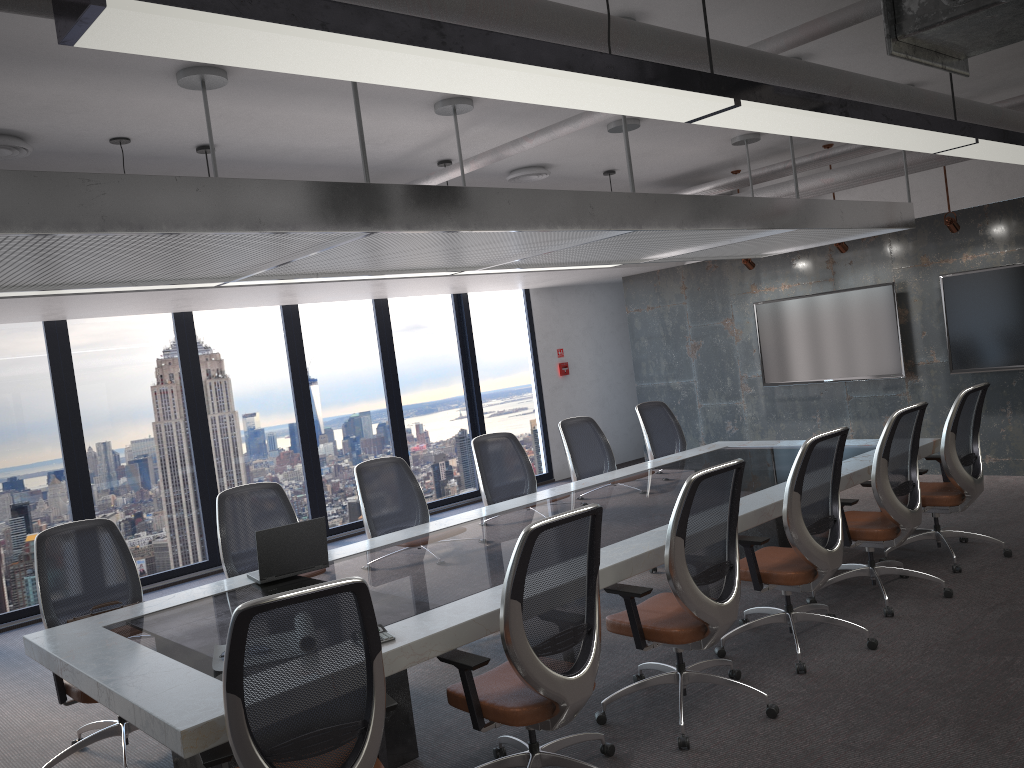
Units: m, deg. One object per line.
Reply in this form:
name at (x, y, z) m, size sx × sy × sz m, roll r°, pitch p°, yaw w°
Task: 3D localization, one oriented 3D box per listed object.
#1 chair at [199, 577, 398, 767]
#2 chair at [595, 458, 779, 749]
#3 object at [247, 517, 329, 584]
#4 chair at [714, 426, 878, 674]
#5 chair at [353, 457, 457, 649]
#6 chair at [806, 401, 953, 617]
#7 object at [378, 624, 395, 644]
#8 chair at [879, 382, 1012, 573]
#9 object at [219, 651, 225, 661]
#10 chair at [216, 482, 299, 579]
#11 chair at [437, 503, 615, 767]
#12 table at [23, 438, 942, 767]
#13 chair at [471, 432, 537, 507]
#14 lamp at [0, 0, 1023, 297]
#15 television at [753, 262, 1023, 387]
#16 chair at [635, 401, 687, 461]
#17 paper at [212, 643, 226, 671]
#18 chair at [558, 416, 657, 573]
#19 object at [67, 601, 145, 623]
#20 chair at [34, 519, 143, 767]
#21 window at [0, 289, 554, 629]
chair at (-0.702, 1.167, 2.860) m, size 0.828 × 1.166 × 0.789 m, roll -6°, pitch 2°, yaw 28°
chair at (0.728, 0.937, 4.080) m, size 0.828 × 1.166 × 0.789 m, roll -7°, pitch 2°, yaw 12°
object at (-1.189, 0.858, 4.660) m, size 0.366 × 0.277 × 0.308 m, roll -9°, pitch 2°, yaw -31°
chair at (1.428, 0.824, 4.709) m, size 0.828 × 1.166 × 0.789 m, roll -7°, pitch 2°, yaw 12°
chair at (-0.583, 1.054, 5.694) m, size 0.828 × 1.166 × 0.789 m, roll -7°, pitch 2°, yaw 12°
chair at (2.127, 0.710, 5.339) m, size 0.828 × 1.166 × 0.789 m, roll -7°, pitch 2°, yaw 12°
object at (-0.522, 0.944, 3.328) m, size 0.126 × 0.026 × 0.161 m, roll -8°, pitch 2°, yaw -27°
chair at (2.826, 0.597, 5.968) m, size 0.828 × 1.166 × 0.789 m, roll -7°, pitch 2°, yaw 12°
object at (-1.002, 1.004, 3.324) m, size 0.200 × 0.036 × 0.049 m, roll -8°, pitch 2°, yaw -5°
chair at (-1.328, 1.171, 5.114) m, size 0.828 × 1.166 × 0.789 m, roll -7°, pitch 2°, yaw 23°
chair at (0.029, 1.051, 3.450) m, size 0.828 × 1.166 × 0.789 m, roll -7°, pitch 2°, yaw 12°
table at (0.453, 1.141, 5.210) m, size 5.498 × 0.745 × 1.898 m, roll -9°, pitch 3°, yaw -42°
chair at (0.133, 0.933, 6.458) m, size 0.828 × 1.166 × 0.789 m, roll -7°, pitch 2°, yaw 18°
lamp at (0.067, -1.352, 5.059) m, size 6.097 × 0.908 × 4.126 m, roll -9°, pitch 3°, yaw -42°
television at (4.022, -0.558, 8.662) m, size 0.101 × 0.960 × 3.667 m, roll -9°, pitch 3°, yaw -42°
chair at (1.515, 0.713, 7.583) m, size 0.828 × 1.166 × 0.789 m, roll -7°, pitch 2°, yaw 12°
paper at (-0.948, 0.979, 3.392) m, size 0.379 × 0.069 × 0.348 m, roll -8°, pitch 2°, yaw -16°
chair at (0.816, 0.826, 6.953) m, size 0.828 × 1.166 × 0.789 m, roll -7°, pitch 2°, yaw 12°
object at (-2.024, 1.254, 4.465) m, size 0.378 × 0.308 × 0.138 m, roll -9°, pitch 2°, yaw -31°
chair at (-1.981, 1.281, 4.435) m, size 0.828 × 1.166 × 0.789 m, roll -7°, pitch 2°, yaw 12°
window at (-3.051, 0.498, 8.641) m, size 9.225 × 2.670 × 0.121 m, roll -9°, pitch 3°, yaw -42°
